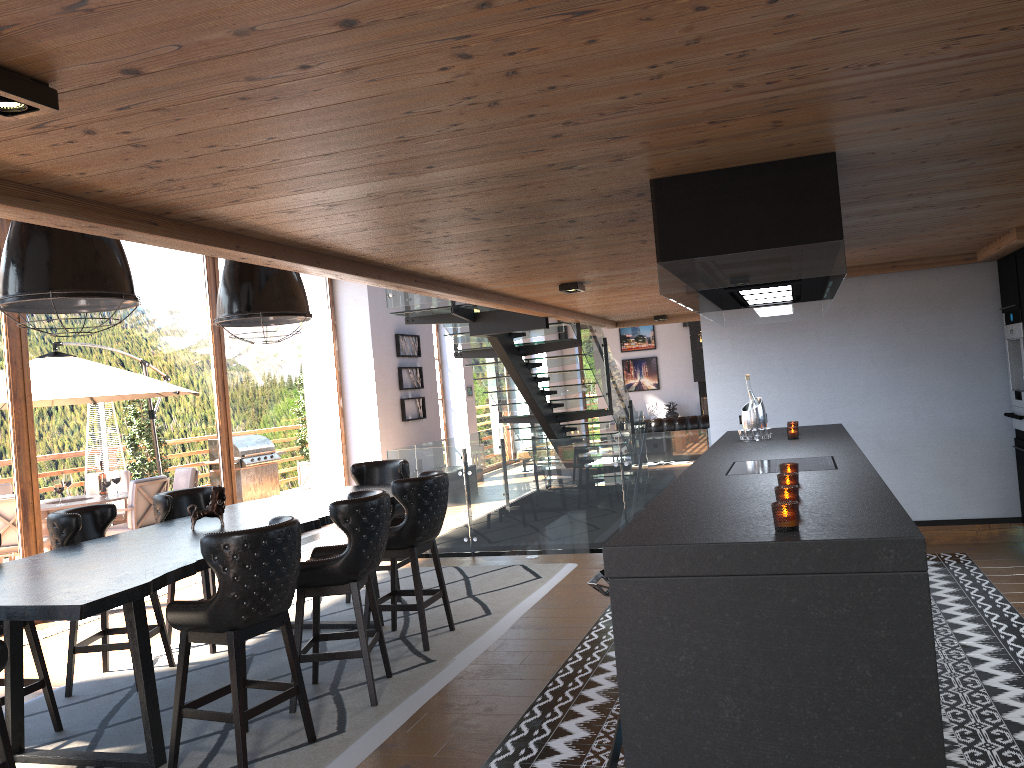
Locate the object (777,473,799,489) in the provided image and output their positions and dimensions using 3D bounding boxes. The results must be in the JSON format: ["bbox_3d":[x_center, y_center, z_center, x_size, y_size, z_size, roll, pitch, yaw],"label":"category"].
[{"bbox_3d":[1.043,0.380,3.345,0.080,0.081,0.078,-5,-1,-28],"label":"object"}]

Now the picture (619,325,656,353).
[{"bbox_3d":[3.092,-1.221,21.918,0.873,0.816,0.036,-5,-1,17],"label":"picture"}]

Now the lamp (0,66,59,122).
[{"bbox_3d":[-1.162,-0.658,1.954,0.154,0.068,0.263,-5,0,18],"label":"lamp"}]

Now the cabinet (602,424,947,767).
[{"bbox_3d":[1.478,0.946,4.794,0.882,1.104,4.834,-5,0,18],"label":"cabinet"}]

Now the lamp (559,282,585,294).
[{"bbox_3d":[0.476,-0.767,7.021,0.154,0.068,0.263,-5,0,18],"label":"lamp"}]

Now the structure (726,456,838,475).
[{"bbox_3d":[1.335,0.411,4.384,0.500,0.017,0.614,-5,0,17],"label":"structure"}]

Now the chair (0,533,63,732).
[{"bbox_3d":[-2.728,1.311,4.473,0.564,1.092,0.507,-5,-1,16],"label":"chair"}]

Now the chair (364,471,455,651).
[{"bbox_3d":[-0.657,1.140,5.778,0.564,1.092,0.507,-5,-1,16],"label":"chair"}]

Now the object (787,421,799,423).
[{"bbox_3d":[2.041,0.313,6.429,0.080,0.081,0.078,-5,-1,-18],"label":"object"}]

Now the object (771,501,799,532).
[{"bbox_3d":[0.816,0.395,2.642,0.080,0.081,0.078,-5,-1,-28],"label":"object"}]

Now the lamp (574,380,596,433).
[{"bbox_3d":[1.929,0.618,21.079,0.521,1.899,1.338,-6,-1,38],"label":"lamp"}]

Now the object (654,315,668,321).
[{"bbox_3d":[1.945,-0.865,11.565,0.154,0.068,0.263,-5,0,18],"label":"object"}]

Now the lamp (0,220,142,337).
[{"bbox_3d":[-2.284,-2.566,4.244,0.628,4.686,0.615,-4,-1,-28],"label":"lamp"}]

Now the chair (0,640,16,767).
[{"bbox_3d":[-2.261,1.263,3.336,0.501,1.092,0.572,-5,-1,16],"label":"chair"}]

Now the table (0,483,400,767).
[{"bbox_3d":[-1.650,1.314,5.290,1.419,0.950,3.823,-5,0,18],"label":"table"}]

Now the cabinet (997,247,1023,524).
[{"bbox_3d":[3.309,0.144,4.101,0.539,2.381,6.475,-5,-1,18],"label":"cabinet"}]

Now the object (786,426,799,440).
[{"bbox_3d":[1.863,0.325,5.880,0.080,0.081,0.078,-5,-1,-18],"label":"object"}]

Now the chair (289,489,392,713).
[{"bbox_3d":[-0.909,1.156,4.841,0.568,1.092,0.504,-5,-1,1],"label":"chair"}]

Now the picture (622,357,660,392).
[{"bbox_3d":[3.177,-0.230,21.901,0.873,0.816,0.036,-5,-1,17],"label":"picture"}]

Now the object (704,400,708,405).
[{"bbox_3d":[4.169,0.589,17.943,0.402,0.808,0.626,-5,-1,29],"label":"object"}]

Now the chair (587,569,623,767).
[{"bbox_3d":[0.576,1.146,3.440,0.466,0.839,0.543,-5,-1,18],"label":"chair"}]

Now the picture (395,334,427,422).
[{"bbox_3d":[-1.544,-0.102,13.568,0.059,1.312,0.779,-5,-1,18],"label":"picture"}]

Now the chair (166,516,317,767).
[{"bbox_3d":[-1.223,1.188,4.074,0.562,1.092,0.509,-5,-1,26],"label":"chair"}]

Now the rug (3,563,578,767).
[{"bbox_3d":[-1.453,1.756,5.574,2.533,0.047,5.671,-5,0,18],"label":"rug"}]

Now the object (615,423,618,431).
[{"bbox_3d":[2.075,0.781,17.497,0.087,0.286,0.088,-5,-1,30],"label":"object"}]

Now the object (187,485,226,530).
[{"bbox_3d":[-1.818,0.734,5.286,0.223,0.253,0.115,-5,-1,-20],"label":"object"}]

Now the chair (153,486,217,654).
[{"bbox_3d":[-2.160,1.282,6.177,0.562,1.092,0.509,-5,-1,26],"label":"chair"}]

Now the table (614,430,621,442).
[{"bbox_3d":[2.198,1.216,17.475,0.402,0.609,0.420,-5,-1,17],"label":"table"}]

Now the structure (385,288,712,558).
[{"bbox_3d":[-1.754,1.431,10.932,9.146,6.399,11.102,-5,-1,17],"label":"structure"}]

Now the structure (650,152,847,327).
[{"bbox_3d":[1.408,-0.657,4.999,0.706,0.476,3.273,-5,0,18],"label":"structure"}]

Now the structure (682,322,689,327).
[{"bbox_3d":[4.228,-1.556,21.490,0.212,0.349,0.215,-5,-1,17],"label":"structure"}]

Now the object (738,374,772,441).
[{"bbox_3d":[1.650,0.159,6.072,0.224,0.452,0.226,-5,-1,17],"label":"object"}]

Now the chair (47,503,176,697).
[{"bbox_3d":[-2.476,1.295,5.410,0.568,1.092,0.504,-5,-1,1],"label":"chair"}]

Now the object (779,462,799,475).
[{"bbox_3d":[1.157,0.372,3.696,0.080,0.081,0.078,-5,-1,-28],"label":"object"}]

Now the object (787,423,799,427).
[{"bbox_3d":[1.982,0.317,6.247,0.080,0.081,0.078,-5,-1,-18],"label":"object"}]

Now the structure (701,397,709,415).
[{"bbox_3d":[4.976,0.544,20.958,0.975,0.514,0.185,-5,-1,17],"label":"structure"}]

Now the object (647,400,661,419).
[{"bbox_3d":[3.418,0.648,21.478,0.261,0.532,0.424,-5,-1,-14],"label":"object"}]

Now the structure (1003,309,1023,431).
[{"bbox_3d":[4.014,-0.104,6.939,0.253,0.945,0.601,-5,-1,18],"label":"structure"}]

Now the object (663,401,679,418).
[{"bbox_3d":[3.853,0.637,21.416,0.337,0.455,0.338,-6,-1,43],"label":"object"}]

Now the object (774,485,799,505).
[{"bbox_3d":[0.930,0.387,2.993,0.080,0.081,0.078,-5,-1,-28],"label":"object"}]

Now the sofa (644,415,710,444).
[{"bbox_3d":[3.478,0.984,16.544,2.548,0.838,1.248,-5,-1,16],"label":"sofa"}]

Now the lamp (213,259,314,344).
[{"bbox_3d":[-1.791,-2.599,5.769,0.628,4.686,0.615,-4,-1,-28],"label":"lamp"}]

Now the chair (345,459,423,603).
[{"bbox_3d":[-1.065,1.184,7.210,0.501,1.092,0.572,-5,-1,16],"label":"chair"}]

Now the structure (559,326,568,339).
[{"bbox_3d":[1.291,-1.297,22.378,0.212,0.349,0.215,-5,-1,17],"label":"structure"}]

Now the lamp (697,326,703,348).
[{"bbox_3d":[3.946,-1.858,18.636,0.260,2.202,0.805,-5,-1,9],"label":"lamp"}]
